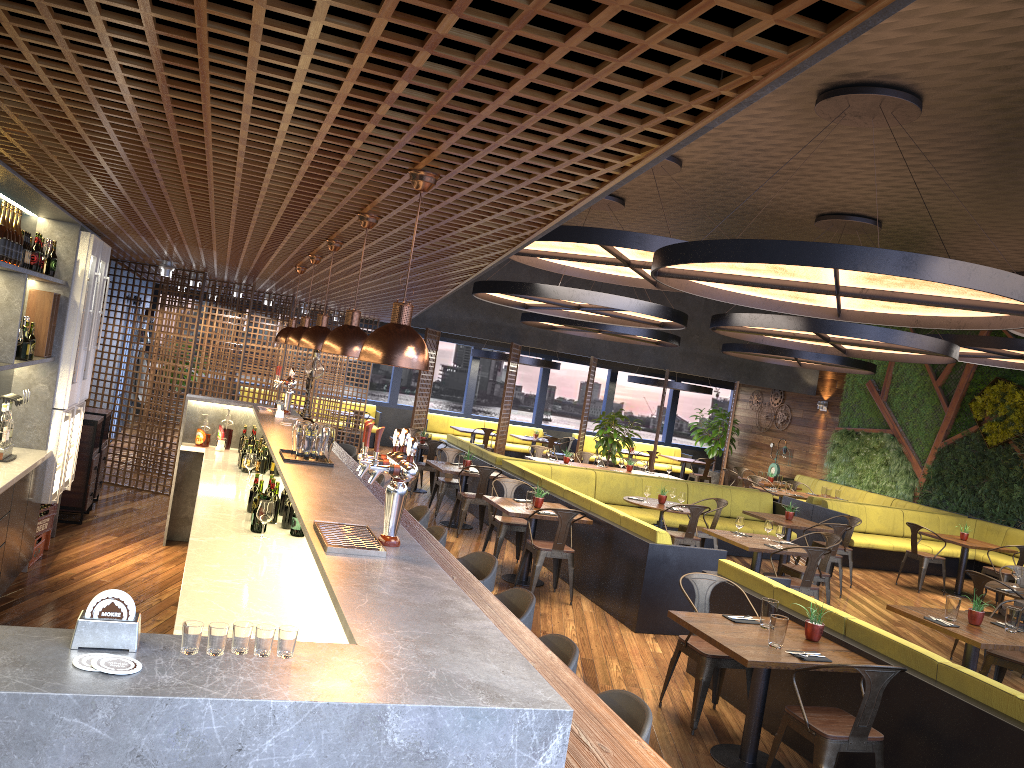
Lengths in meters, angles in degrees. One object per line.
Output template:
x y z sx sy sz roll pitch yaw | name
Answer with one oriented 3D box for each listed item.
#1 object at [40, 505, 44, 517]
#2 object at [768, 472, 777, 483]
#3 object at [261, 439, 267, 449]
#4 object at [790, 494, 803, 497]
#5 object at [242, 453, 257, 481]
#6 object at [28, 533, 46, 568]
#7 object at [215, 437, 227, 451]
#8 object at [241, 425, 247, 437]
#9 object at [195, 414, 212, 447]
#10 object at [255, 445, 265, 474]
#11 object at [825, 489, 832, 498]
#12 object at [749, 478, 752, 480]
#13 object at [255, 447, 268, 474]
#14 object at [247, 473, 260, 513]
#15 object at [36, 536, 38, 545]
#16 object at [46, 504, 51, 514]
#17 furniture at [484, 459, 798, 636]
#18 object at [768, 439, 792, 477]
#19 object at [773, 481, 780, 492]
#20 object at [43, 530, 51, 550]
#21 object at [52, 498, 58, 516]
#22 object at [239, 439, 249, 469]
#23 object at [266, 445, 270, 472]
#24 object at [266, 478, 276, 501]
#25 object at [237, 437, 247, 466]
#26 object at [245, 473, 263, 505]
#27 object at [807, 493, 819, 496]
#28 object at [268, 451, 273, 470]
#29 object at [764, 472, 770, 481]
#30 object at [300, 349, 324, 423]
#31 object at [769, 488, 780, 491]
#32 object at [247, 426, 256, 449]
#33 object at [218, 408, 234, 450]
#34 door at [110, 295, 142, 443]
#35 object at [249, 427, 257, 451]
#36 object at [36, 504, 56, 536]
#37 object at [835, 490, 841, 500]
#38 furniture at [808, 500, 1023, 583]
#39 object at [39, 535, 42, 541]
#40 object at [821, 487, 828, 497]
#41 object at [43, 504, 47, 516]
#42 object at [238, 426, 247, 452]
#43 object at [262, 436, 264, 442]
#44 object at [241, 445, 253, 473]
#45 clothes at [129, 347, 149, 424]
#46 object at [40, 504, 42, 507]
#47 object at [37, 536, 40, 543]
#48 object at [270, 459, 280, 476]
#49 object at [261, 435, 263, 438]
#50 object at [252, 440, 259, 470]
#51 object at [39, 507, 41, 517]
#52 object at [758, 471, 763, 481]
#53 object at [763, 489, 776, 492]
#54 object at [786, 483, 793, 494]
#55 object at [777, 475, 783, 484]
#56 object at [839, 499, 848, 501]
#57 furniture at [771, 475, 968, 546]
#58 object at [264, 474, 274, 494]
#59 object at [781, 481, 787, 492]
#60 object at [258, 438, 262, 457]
-3.762 1.069 7.073 0.057 0.205 0.056 9 1 -32 | object
5.196 1.840 17.772 0.238 0.271 0.260 9 1 3 | object
-2.279 0.565 8.184 0.063 0.254 0.063 10 1 44 | object
4.993 1.956 15.590 0.255 0.019 0.157 9 1 -19 | object
-2.024 0.641 6.846 0.097 0.206 0.097 9 1 13 | object
-3.910 1.294 7.035 0.277 0.206 0.416 9 1 -15 | object
-2.711 0.561 8.257 0.088 0.123 0.088 9 1 -13 | object
-2.563 0.517 8.479 0.063 0.254 0.063 9 1 -26 | object
-2.904 0.438 8.373 0.133 0.301 0.133 9 1 -13 | object
-2.010 0.617 7.108 0.063 0.254 0.063 9 1 -31 | object
5.704 1.984 15.993 0.102 0.178 0.102 9 1 17 | object
4.843 1.912 17.729 0.157 0.019 0.255 9 1 -19 | object
-2.048 0.624 7.276 0.088 0.224 0.088 9 1 11 | object
-1.636 0.690 5.636 0.063 0.254 0.063 9 1 -21 | object
-3.818 1.288 7.088 0.057 0.205 0.056 9 1 -42 | object
-3.774 1.066 7.205 0.057 0.205 0.056 9 1 -7 | object
1.933 1.821 12.123 4.895 0.914 7.462 9 1 -23 | furniture
6.145 2.060 20.498 0.459 1.615 0.848 9 1 -19 | object
4.721 1.829 15.859 0.102 0.178 0.102 9 1 -33 | object
-4.089 1.260 7.573 0.277 0.206 0.416 9 1 -26 | object
-4.066 1.036 7.565 0.277 0.206 0.416 9 1 -16 | object
-2.219 0.581 7.360 0.063 0.254 0.063 9 1 34 | object
-2.061 0.605 7.439 0.063 0.254 0.063 9 1 -16 | object
-1.502 0.712 5.523 0.063 0.254 0.063 9 1 -26 | object
-2.272 0.571 7.501 0.063 0.254 0.063 9 1 24 | object
-1.710 0.700 5.893 0.097 0.206 0.097 9 1 31 | object
5.578 2.041 16.443 0.157 0.019 0.255 9 1 -19 | object
-2.060 0.604 7.564 0.063 0.254 0.063 9 1 -21 | object
5.155 1.879 17.966 0.102 0.178 0.102 9 1 17 | object
-2.261 0.041 9.939 0.263 0.944 0.566 9 1 -26 | object
4.791 1.918 16.176 0.157 0.019 0.255 9 1 -19 | object
-2.498 0.527 8.533 0.063 0.254 0.063 9 1 24 | object
-2.706 0.427 8.400 0.133 0.385 0.133 9 1 21 | object
-6.428 -0.291 14.737 0.052 2.386 2.441 9 1 -19 | door
-2.441 0.536 8.374 0.063 0.254 0.063 9 1 -26 | object
-3.861 1.073 7.036 0.277 0.206 0.416 9 1 -5 | object
5.938 2.020 16.163 0.102 0.178 0.102 9 1 -33 | object
7.005 2.626 12.430 3.372 0.914 4.503 9 1 -19 | furniture
-3.853 1.281 7.215 0.057 0.205 0.056 9 1 -17 | object
5.761 1.990 16.371 0.102 0.178 0.102 9 1 -33 | object
-3.772 1.067 7.142 0.056 0.205 0.057 9 1 -42 | object
-2.531 0.522 8.354 0.063 0.254 0.063 9 1 -31 | object
-2.354 0.550 8.426 0.063 0.254 0.063 10 1 44 | object
-2.147 0.609 7.225 0.088 0.224 0.088 9 1 26 | object
-7.087 0.043 16.997 0.401 1.494 0.423 9 1 -23 | clothes
-3.839 1.055 7.202 0.056 0.205 0.056 9 1 -2 | object
-3.841 1.284 7.154 0.057 0.205 0.056 9 1 38 | object
-1.932 0.643 7.285 0.088 0.224 0.088 9 1 -24 | object
-2.399 0.542 8.564 0.063 0.254 0.063 10 1 44 | object
-2.147 0.592 7.401 0.063 0.254 0.063 9 1 9 | object
-3.753 1.071 7.009 0.056 0.205 0.057 9 1 8 | object
4.988 1.853 17.827 0.102 0.178 0.102 9 1 -33 | object
4.577 1.888 15.761 0.157 0.019 0.255 9 1 -19 | object
4.908 1.860 15.723 0.102 0.178 0.102 9 1 17 | object
5.365 1.914 17.767 0.102 0.178 0.102 9 1 17 | object
6.057 2.119 16.262 0.157 0.019 0.255 9 1 -19 | object
5.557 2.354 16.826 3.378 0.916 4.755 9 1 -19 | furniture
-1.553 0.703 5.671 0.063 0.254 0.063 10 1 44 | object
4.924 1.859 16.087 0.102 0.178 0.102 9 1 -33 | object
-2.157 0.589 7.549 0.063 0.254 0.063 10 1 44 | object
